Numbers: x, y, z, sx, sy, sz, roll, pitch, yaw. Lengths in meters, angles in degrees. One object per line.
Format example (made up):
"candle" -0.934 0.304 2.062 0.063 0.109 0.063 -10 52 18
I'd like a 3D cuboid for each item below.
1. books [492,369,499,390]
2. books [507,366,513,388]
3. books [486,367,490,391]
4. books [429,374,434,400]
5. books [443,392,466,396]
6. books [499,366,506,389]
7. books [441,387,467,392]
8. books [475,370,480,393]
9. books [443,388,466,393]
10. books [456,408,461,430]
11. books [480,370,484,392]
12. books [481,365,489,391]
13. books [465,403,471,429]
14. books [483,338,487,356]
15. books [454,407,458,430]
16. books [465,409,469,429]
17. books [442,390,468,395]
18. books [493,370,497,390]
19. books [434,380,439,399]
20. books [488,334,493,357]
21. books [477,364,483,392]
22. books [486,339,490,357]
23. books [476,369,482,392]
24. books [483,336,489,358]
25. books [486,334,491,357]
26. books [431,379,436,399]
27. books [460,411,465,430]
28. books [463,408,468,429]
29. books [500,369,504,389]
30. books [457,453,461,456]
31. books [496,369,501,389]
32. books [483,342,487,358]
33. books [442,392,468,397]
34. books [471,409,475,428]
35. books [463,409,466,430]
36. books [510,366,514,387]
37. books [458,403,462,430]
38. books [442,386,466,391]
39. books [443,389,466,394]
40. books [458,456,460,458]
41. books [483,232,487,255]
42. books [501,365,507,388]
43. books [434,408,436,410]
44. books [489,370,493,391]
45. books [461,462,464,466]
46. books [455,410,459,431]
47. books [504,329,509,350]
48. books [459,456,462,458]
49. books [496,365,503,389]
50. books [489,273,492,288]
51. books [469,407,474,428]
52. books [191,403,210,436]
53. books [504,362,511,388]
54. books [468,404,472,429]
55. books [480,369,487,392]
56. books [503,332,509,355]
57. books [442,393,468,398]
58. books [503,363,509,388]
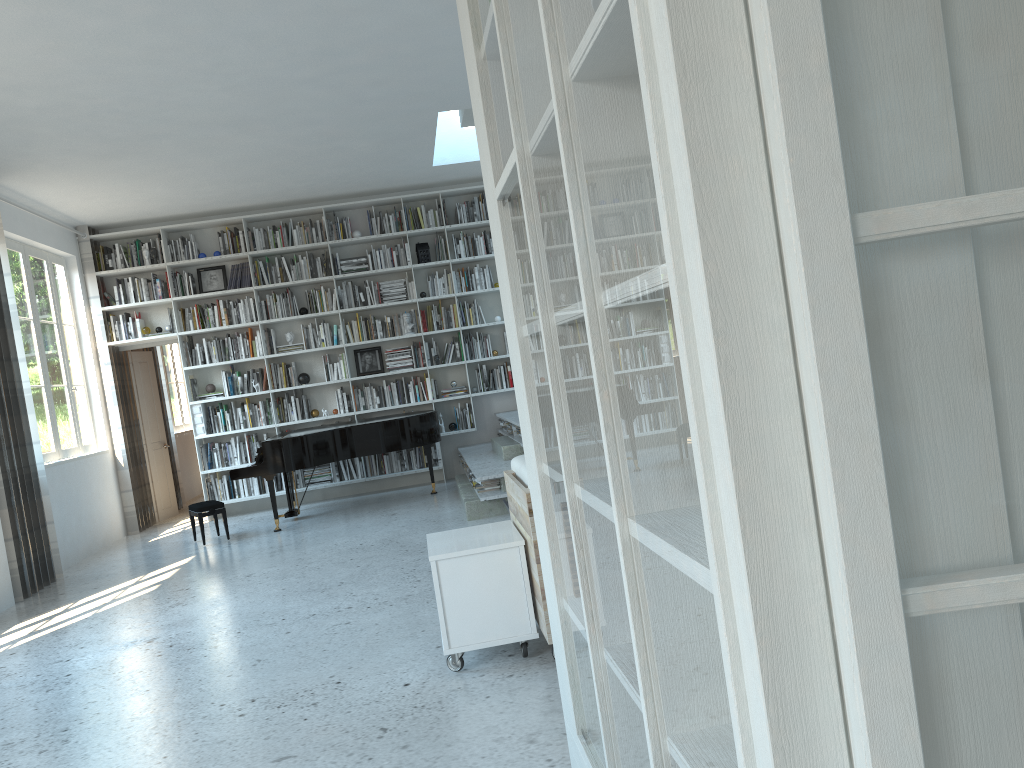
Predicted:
"books" -0.181 -0.054 9.864 0.029 0.235 0.142 -9 2 -6
"books" -0.028 -0.081 9.863 0.031 0.244 0.184 -9 2 -6
"books" -0.276 -0.060 9.836 0.010 0.277 0.174 -9 2 -6
"books" -0.890 0.030 9.786 0.012 0.285 0.159 -9 2 -6
"books" -0.629 0.105 9.755 0.254 0.012 0.161 -9 1 0
"books" -0.105 -0.074 9.855 0.025 0.252 0.181 -9 2 -6
"books" -0.636 0.057 9.753 0.285 0.012 0.159 -9 1 -2
"books" -0.386 -0.032 9.834 0.012 0.254 0.161 -9 2 -6
"books" -0.634 0.069 9.745 0.254 0.012 0.161 -9 1 -6
"books" -0.590 0.384 9.718 0.014 0.246 0.176 -9 2 -6
"books" -0.340 -0.032 9.846 0.015 0.240 0.152 -9 2 -6
"books" -0.296 -0.065 9.824 0.030 0.294 0.188 -9 2 -6
"books" -0.482 0.347 9.729 0.021 0.285 0.172 -9 2 -6
"books" -0.298 -0.400 9.844 0.008 0.223 0.133 -9 2 -6
"books" -0.614 0.378 9.724 0.005 0.264 0.162 -9 2 -6
"books" -0.492 0.386 9.721 0.011 0.212 0.178 -9 2 -6
"books" -0.630 0.093 9.752 0.285 0.012 0.159 -9 1 -3
"books" -0.198 -0.042 9.852 0.011 0.217 0.175 -9 2 -6
"books" -0.837 0.059 9.795 0.030 0.210 0.136 -9 2 -6
"books" -0.247 -0.422 9.842 0.013 0.251 0.172 -9 2 -6
"books" -0.355 -0.068 9.818 0.010 0.316 0.186 -9 2 -6
"books" -0.270 -0.396 9.835 0.014 0.207 0.180 -9 2 -6
"books" -0.367 -0.038 9.816 0.023 0.262 0.186 -9 2 -6
"books" -0.287 -0.409 9.836 0.015 0.238 0.176 -9 2 -6
"books" -0.261 -0.425 9.840 0.014 0.261 0.142 -9 2 -6
"books" -0.867 0.055 9.789 0.027 0.229 0.141 -9 2 -6
"books" -0.543 0.398 9.741 0.013 0.202 0.139 -9 2 -6
"books" -0.506 0.381 9.737 0.012 0.226 0.149 -9 2 -6
"books" -0.122 -0.056 9.869 0.012 0.221 0.153 -9 2 -6
"books" -0.494 0.762 9.717 0.191 0.013 0.243 -9 1 -10
"books" -0.154 -0.054 9.863 0.024 0.228 0.159 -9 2 -6
"books" -0.305 -0.377 9.843 0.013 0.179 0.140 -9 2 -6
"books" -0.627 0.117 9.758 0.285 0.012 0.159 -9 1 -1
"books" -0.435 0.380 9.755 0.012 0.206 0.160 -9 2 -6
"books" -0.523 0.384 9.718 0.026 0.225 0.175 -9 2 -6
"books" -0.002 -0.083 9.880 0.025 0.238 0.156 -9 2 -6
"books" -0.573 0.353 9.738 0.032 0.300 0.149 -9 2 -6
"books" -0.638 0.045 9.746 0.254 0.012 0.161 -9 1 3
"books" -0.632 0.081 9.756 0.254 0.012 0.161 -9 1 -1
"books" -0.483 0.795 9.719 0.177 0.012 0.278 -9 1 -10
"books" -0.306 -1.539 9.837 0.010 0.272 0.120 -9 2 -6
"books" -0.089 -0.081 9.889 0.016 0.261 0.098 -9 2 -6
"books" -0.828 0.399 9.743 0.012 0.285 0.159 -9 2 -6
"books" -0.237 -0.043 9.847 0.065 0.231 0.162 -9 2 -6
"books" -0.440 0.837 9.430 0.189 0.030 0.237 -9 1 -6
"books" -0.603 0.394 9.734 0.012 0.229 0.129 -9 2 -6
"books" -0.055 -0.472 9.879 0.016 0.290 0.131 -9 2 -6
"books" -0.482 0.784 9.719 0.187 0.009 0.211 -9 1 -7
"books" -0.138 -0.077 9.862 0.014 0.268 0.171 -9 2 -6
"books" -0.247 -1.135 9.849 0.015 0.189 0.103 -9 2 -6
"books" -0.448 0.368 9.741 0.013 0.233 0.149 -9 2 -6
"books" -3.315 0.377 9.465 0.106 0.340 0.307 -9 2 -6
"books" -0.053 -0.102 9.857 0.012 0.293 0.175 -9 2 -6
"books" -0.466 0.352 9.752 0.015 0.271 0.157 -9 2 -6
"books" -0.320 -0.043 9.823 0.023 0.256 0.178 -9 2 -6
"books" -0.067 -0.450 9.865 0.019 0.252 0.130 -9 2 -6
"books" -0.625 0.129 9.754 0.285 0.012 0.159 -9 1 -3
"books" -0.066 -0.097 9.877 0.012 0.285 0.159 -9 2 -6
